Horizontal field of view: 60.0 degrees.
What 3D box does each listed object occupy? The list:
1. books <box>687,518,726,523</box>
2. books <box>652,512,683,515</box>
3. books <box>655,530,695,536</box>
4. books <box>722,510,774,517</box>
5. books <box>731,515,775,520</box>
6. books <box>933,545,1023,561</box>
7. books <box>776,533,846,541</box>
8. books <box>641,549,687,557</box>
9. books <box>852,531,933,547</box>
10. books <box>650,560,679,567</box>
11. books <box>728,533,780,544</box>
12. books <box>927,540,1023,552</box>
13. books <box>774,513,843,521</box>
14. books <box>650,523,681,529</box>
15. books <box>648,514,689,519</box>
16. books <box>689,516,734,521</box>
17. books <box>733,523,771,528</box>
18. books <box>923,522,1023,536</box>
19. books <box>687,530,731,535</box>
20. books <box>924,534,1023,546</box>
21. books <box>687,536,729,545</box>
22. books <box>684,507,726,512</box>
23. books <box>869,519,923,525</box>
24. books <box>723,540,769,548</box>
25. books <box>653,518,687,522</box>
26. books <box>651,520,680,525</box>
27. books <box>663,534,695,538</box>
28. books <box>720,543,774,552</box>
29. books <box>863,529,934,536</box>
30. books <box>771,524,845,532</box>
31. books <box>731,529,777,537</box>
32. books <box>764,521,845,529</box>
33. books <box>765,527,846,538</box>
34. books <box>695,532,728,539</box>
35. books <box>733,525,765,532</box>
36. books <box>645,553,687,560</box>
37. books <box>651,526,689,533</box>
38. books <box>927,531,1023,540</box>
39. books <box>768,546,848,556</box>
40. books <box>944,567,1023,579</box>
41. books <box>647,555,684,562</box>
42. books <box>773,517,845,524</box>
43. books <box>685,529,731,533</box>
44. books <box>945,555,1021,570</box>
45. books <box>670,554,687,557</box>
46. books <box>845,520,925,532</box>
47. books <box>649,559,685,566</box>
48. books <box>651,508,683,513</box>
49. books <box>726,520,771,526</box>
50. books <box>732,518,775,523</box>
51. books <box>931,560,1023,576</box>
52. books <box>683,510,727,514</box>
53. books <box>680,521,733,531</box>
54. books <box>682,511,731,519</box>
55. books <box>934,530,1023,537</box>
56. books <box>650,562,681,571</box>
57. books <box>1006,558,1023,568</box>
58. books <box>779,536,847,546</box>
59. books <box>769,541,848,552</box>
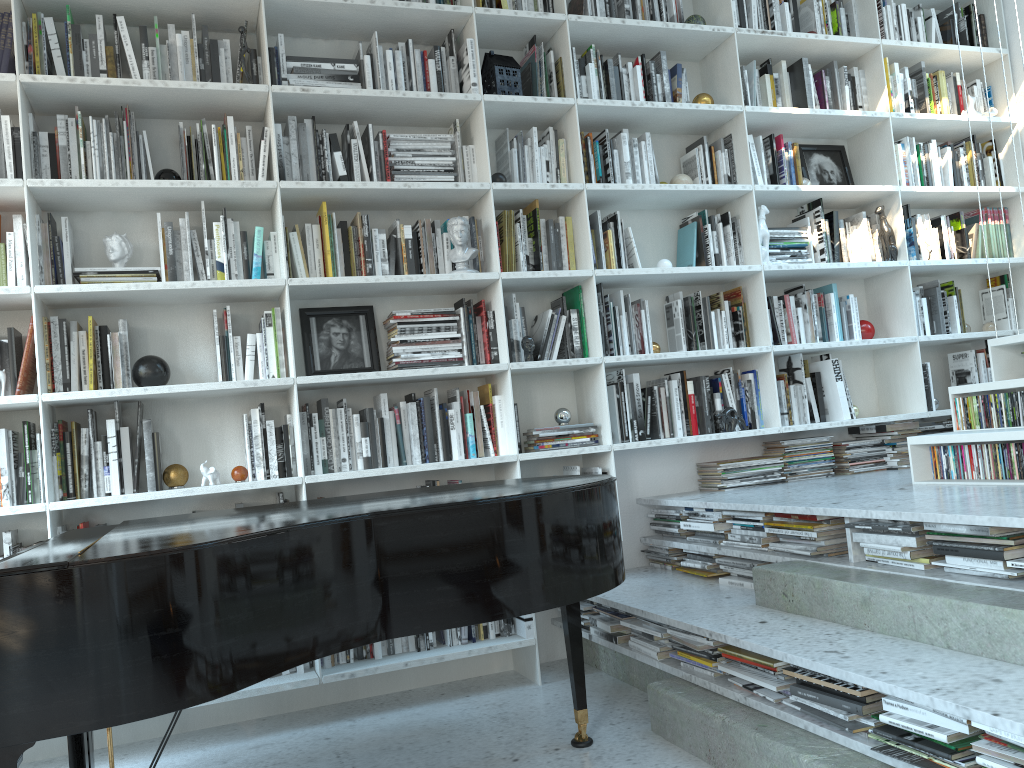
[{"bbox_3d":[0.846,0.554,3.647,0.171,0.007,0.206,-4,-4,-18],"label":"books"},{"bbox_3d":[0.750,0.563,3.922,0.167,0.008,0.234,-4,-4,-21],"label":"books"},{"bbox_3d":[0.758,0.647,3.918,0.163,0.017,0.233,-4,-4,-18],"label":"books"},{"bbox_3d":[0.940,0.483,3.363,0.164,0.015,0.243,-4,-4,-25],"label":"books"},{"bbox_3d":[0.953,0.496,3.366,0.149,0.013,0.220,-4,-4,-17],"label":"books"},{"bbox_3d":[1.294,0.443,2.394,0.177,0.026,0.230,-4,-4,-20],"label":"books"},{"bbox_3d":[1.052,0.523,3.092,0.159,0.018,0.203,-4,-4,-22],"label":"books"},{"bbox_3d":[0.712,0.739,3.930,0.184,0.006,0.262,-4,-4,-19],"label":"books"},{"bbox_3d":[1.188,0.459,2.681,0.174,0.029,0.250,-4,-4,-22],"label":"books"},{"bbox_3d":[0.728,0.786,3.931,0.144,0.005,0.257,-5,-4,-15],"label":"books"},{"bbox_3d":[0.952,0.576,3.358,0.164,0.023,0.242,-5,-4,-16],"label":"books"},{"bbox_3d":[1.288,0.426,2.394,0.187,0.009,0.250,-4,-4,-20],"label":"books"},{"bbox_3d":[1.047,0.449,3.097,0.139,0.028,0.262,-5,-4,-15],"label":"books"},{"bbox_3d":[0.751,0.615,3.918,0.179,0.012,0.262,-4,-4,-20],"label":"books"},{"bbox_3d":[0.741,0.575,3.918,0.171,0.015,0.253,-4,-4,-25],"label":"books"},{"bbox_3d":[0.851,0.544,3.650,0.143,0.012,0.264,-5,-4,-15],"label":"books"},{"bbox_3d":[0.958,0.526,3.365,0.144,0.013,0.220,-4,-4,-17],"label":"books"},{"bbox_3d":[1.273,0.378,2.393,0.189,0.022,0.238,-5,-4,-15],"label":"books"},{"bbox_3d":[0.856,0.599,3.647,0.152,0.009,0.259,-4,-4,-23],"label":"books"},{"bbox_3d":[1.289,0.410,2.395,0.168,0.013,0.281,-4,-4,-23],"label":"books"},{"bbox_3d":[0.854,0.633,3.643,0.173,0.017,0.233,-4,-4,-21],"label":"books"},{"bbox_3d":[0.837,0.504,3.649,0.171,0.020,0.193,-4,-4,-25],"label":"books"},{"bbox_3d":[1.199,0.406,2.690,0.134,0.014,0.181,-5,-4,-15],"label":"books"},{"bbox_3d":[0.945,0.594,3.354,0.190,0.012,0.235,-4,-4,-22],"label":"books"},{"bbox_3d":[0.763,0.596,3.924,0.145,0.008,0.298,-4,-4,-21],"label":"books"},{"bbox_3d":[0.756,0.605,3.921,0.156,0.009,0.287,-4,-4,-22],"label":"books"},{"bbox_3d":[0.773,0.661,3.922,0.134,0.014,0.181,-4,-4,-23],"label":"books"},{"bbox_3d":[0.951,0.606,3.355,0.183,0.012,0.297,-4,-4,-21],"label":"books"},{"bbox_3d":[1.196,0.436,2.686,0.145,0.017,0.208,-4,-4,-25],"label":"books"},{"bbox_3d":[1.043,0.492,3.092,0.161,0.012,0.254,-5,-4,-16],"label":"books"},{"bbox_3d":[0.960,0.555,3.363,0.154,0.018,0.221,-4,-4,-21],"label":"books"},{"bbox_3d":[1.036,0.482,3.090,0.186,0.009,0.261,-4,-4,-21],"label":"books"},{"bbox_3d":[1.042,0.506,3.090,0.179,0.017,0.293,-4,-4,-19],"label":"books"},{"bbox_3d":[0.870,0.613,3.650,0.131,0.021,0.240,-4,-4,-18],"label":"books"},{"bbox_3d":[0.962,0.539,3.366,0.150,0.013,0.215,-4,-4,-20],"label":"books"},{"bbox_3d":[0.725,0.752,3.934,0.158,0.012,0.279,-4,-4,-21],"label":"books"},{"bbox_3d":[0.748,0.630,3.916,0.175,0.017,0.265,-4,-4,-17],"label":"books"},{"bbox_3d":[1.289,0.400,2.396,0.171,0.007,0.260,-4,-4,-22],"label":"books"},{"bbox_3d":[1.041,0.569,3.084,0.182,0.011,0.253,-5,-4,-16],"label":"books"},{"bbox_3d":[1.307,0.501,2.394,0.142,0.020,0.231,-5,-4,-15],"label":"books"},{"bbox_3d":[0.724,0.764,3.932,0.170,0.012,0.215,-4,-4,-20],"label":"books"},{"bbox_3d":[1.060,0.469,3.100,0.128,0.013,0.296,-4,-4,-22],"label":"books"},{"bbox_3d":[0.852,0.591,3.646,0.163,0.008,0.295,-4,-4,-22],"label":"books"},{"bbox_3d":[1.306,0.470,2.396,0.155,0.028,0.189,-4,-4,-19],"label":"books"},{"bbox_3d":[0.722,0.744,3.933,0.152,0.005,0.242,-5,-4,-16],"label":"books"},{"bbox_3d":[1.172,0.422,2.679,0.192,0.014,0.257,-4,-4,-24],"label":"books"},{"bbox_3d":[0.735,0.776,3.935,0.147,0.014,0.292,-4,-4,-20],"label":"books"},{"bbox_3d":[0.749,0.554,3.923,0.159,0.011,0.246,-4,-4,-23],"label":"books"},{"bbox_3d":[0.950,0.517,3.363,0.167,0.008,0.234,-4,-4,-21],"label":"books"},{"bbox_3d":[0.954,0.507,3.366,0.160,0.010,0.179,-4,-4,-20],"label":"books"},{"bbox_3d":[1.302,0.488,2.393,0.154,0.007,0.293,-4,-4,-17],"label":"books"},{"bbox_3d":[0.849,0.517,3.652,0.159,0.007,0.285,-4,-4,-21],"label":"books"},{"bbox_3d":[0.837,0.573,3.642,0.189,0.030,0.238,-4,-4,-23],"label":"books"},{"bbox_3d":[0.848,0.529,3.650,0.163,0.018,0.290,-4,-4,-21],"label":"books"},{"bbox_3d":[1.288,0.392,2.397,0.170,0.008,0.208,-4,-4,-17],"label":"books"},{"bbox_3d":[0.728,0.798,3.930,0.163,0.019,0.187,-4,-4,-21],"label":"books"},{"bbox_3d":[1.386,0.433,2.133,0.184,0.014,0.297,-4,-4,-21],"label":"books"},{"bbox_3d":[1.065,0.539,3.096,0.138,0.017,0.237,-4,-4,-21],"label":"books"},{"bbox_3d":[1.046,0.556,3.087,0.177,0.014,0.247,-4,-4,-22],"label":"books"}]
